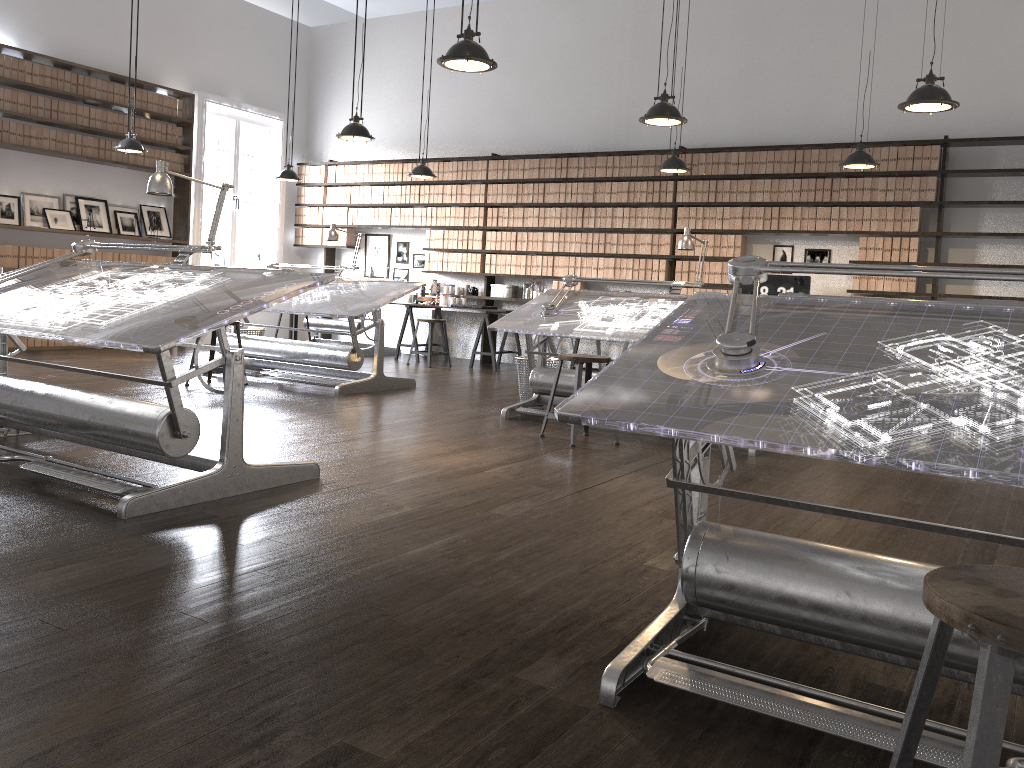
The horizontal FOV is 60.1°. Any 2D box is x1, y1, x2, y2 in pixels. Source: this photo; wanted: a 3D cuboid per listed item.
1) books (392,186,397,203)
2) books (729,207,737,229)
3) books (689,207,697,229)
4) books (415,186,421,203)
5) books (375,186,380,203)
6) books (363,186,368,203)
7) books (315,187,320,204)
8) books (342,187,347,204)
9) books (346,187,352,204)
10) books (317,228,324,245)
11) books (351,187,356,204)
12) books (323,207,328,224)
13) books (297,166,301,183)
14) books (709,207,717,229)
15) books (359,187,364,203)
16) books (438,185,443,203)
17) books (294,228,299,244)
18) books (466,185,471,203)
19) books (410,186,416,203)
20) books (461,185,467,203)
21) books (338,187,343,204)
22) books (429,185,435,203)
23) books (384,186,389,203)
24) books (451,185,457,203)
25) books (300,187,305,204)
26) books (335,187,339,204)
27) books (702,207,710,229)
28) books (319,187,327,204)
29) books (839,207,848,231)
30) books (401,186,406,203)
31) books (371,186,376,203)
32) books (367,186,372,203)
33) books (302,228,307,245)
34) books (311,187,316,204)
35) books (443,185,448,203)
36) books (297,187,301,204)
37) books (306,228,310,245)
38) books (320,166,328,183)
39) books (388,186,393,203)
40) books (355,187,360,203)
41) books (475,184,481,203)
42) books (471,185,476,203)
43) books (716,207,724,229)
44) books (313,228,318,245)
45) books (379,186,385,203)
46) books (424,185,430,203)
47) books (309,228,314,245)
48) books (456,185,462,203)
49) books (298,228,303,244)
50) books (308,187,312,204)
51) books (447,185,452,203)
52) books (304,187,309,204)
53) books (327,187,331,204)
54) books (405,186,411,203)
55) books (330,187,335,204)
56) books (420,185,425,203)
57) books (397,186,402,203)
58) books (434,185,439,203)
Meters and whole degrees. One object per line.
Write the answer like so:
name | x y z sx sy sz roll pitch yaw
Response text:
books | -1.428 -2.378 11.187 0.067 0.225 0.174 5 5 31
books | 2.253 -1.663 8.935 0.067 0.225 0.175 5 5 31
books | 1.896 -1.705 9.148 0.067 0.225 0.175 5 5 31
books | -1.125 -2.341 10.998 0.067 0.225 0.175 5 5 31
books | -1.668 -2.407 11.334 0.067 0.225 0.175 5 5 31
books | -1.834 -2.428 11.439 0.067 0.225 0.175 5 5 31
books | -2.549 -2.520 11.878 0.067 0.225 0.175 5 5 31
books | -2.141 -2.465 11.629 0.067 0.225 0.175 5 5 31
books | -2.081 -2.457 11.585 0.067 0.225 0.175 5 5 31
books | -2.523 -1.965 11.869 0.067 0.225 0.174 5 5 31
books | -2.015 -2.450 11.551 0.067 0.225 0.175 5 5 31
books | -2.426 -2.231 11.801 0.067 0.225 0.175 5 5 31
books | -2.833 -2.831 12.040 0.067 0.225 0.175 5 5 31
books | 2.079 -1.684 9.042 0.067 0.225 0.175 5 5 31
books | -1.894 -2.435 11.477 0.067 0.225 0.174 5 5 31
books | -0.824 -2.304 10.813 0.067 0.225 0.175 5 5 31
books | -2.880 -2.009 12.092 0.067 0.225 0.175 5 5 31
books | -0.473 -2.262 10.598 0.067 0.225 0.175 5 5 31
books | -1.185 -2.349 11.042 0.067 0.225 0.175 5 5 31
books | -0.529 -2.270 10.640 0.067 0.225 0.174 5 5 31
books | -2.198 -2.472 11.661 0.067 0.225 0.175 5 5 31
books | -0.938 -2.319 10.890 0.067 0.225 0.174 5 5 31
books | -1.546 -2.393 11.262 0.067 0.225 0.175 5 5 31
books | -0.651 -2.284 10.708 0.067 0.225 0.175 5 5 31
books | -2.780 -2.548 12.015 0.067 0.225 0.175 5 5 31
books | -2.254 -2.478 11.690 0.067 0.225 0.175 5 5 31
books | 2.021 -1.691 9.080 0.067 0.225 0.174 5 5 31
books | -2.488 -2.513 11.841 0.067 0.225 0.174 5 5 31
books | 3.151 -1.553 8.382 0.067 0.225 0.174 5 5 31
books | -1.307 -2.363 11.109 0.067 0.225 0.175 5 5 31
books | -1.721 -2.414 11.368 0.067 0.225 0.175 5 5 31
books | -1.780 -2.420 11.399 0.067 0.225 0.175 5 5 31
books | -2.753 -1.994 12.014 0.067 0.225 0.175 5 5 31
books | -2.609 -2.527 11.908 0.067 0.225 0.175 5 5 31
books | -0.764 -2.298 10.782 0.067 0.225 0.175 5 5 31
books | -2.838 -2.555 12.054 0.067 0.225 0.175 5 5 31
books | -2.699 -1.987 11.978 0.067 0.225 0.175 5 5 31
books | -2.468 -2.788 11.820 0.067 0.225 0.175 5 5 31
books | -1.485 -2.386 11.227 0.067 0.225 0.174 5 5 31
books | -1.957 -2.442 11.510 0.067 0.225 0.174 5 5 31
books | -0.362 -2.249 10.533 0.067 0.225 0.175 5 5 31
books | -0.414 -2.255 10.567 0.067 0.225 0.175 5 5 31
books | 2.137 -1.676 9.002 0.067 0.225 0.175 5 5 31
books | -2.586 -1.973 11.904 0.067 0.225 0.175 5 5 31
books | -1.607 -2.400 11.295 0.067 0.225 0.175 5 5 31
books | -1.000 -2.326 10.923 0.067 0.225 0.174 5 5 31
books | -2.648 -1.980 11.941 0.067 0.225 0.175 5 5 31
books | -0.589 -2.277 10.675 0.067 0.225 0.175 5 5 31
books | -2.819 -2.001 12.048 0.067 0.225 0.175 5 5 31
books | -2.663 -2.534 11.947 0.067 0.225 0.175 5 5 31
books | -0.712 -2.291 10.747 0.067 0.225 0.175 5 5 31
books | -2.718 -2.540 11.978 0.067 0.225 0.175 5 5 31
books | -2.376 -2.493 11.768 0.067 0.225 0.174 5 5 31
books | -1.251 -2.357 11.079 0.067 0.225 0.175 5 5 31
books | -2.316 -2.485 11.728 0.067 0.225 0.175 5 5 31
books | -1.058 -2.334 10.964 0.067 0.225 0.175 5 5 31
books | -1.368 -2.370 11.146 0.067 0.225 0.175 5 5 31
books | -0.878 -2.312 10.853 0.067 0.225 0.175 5 5 31
